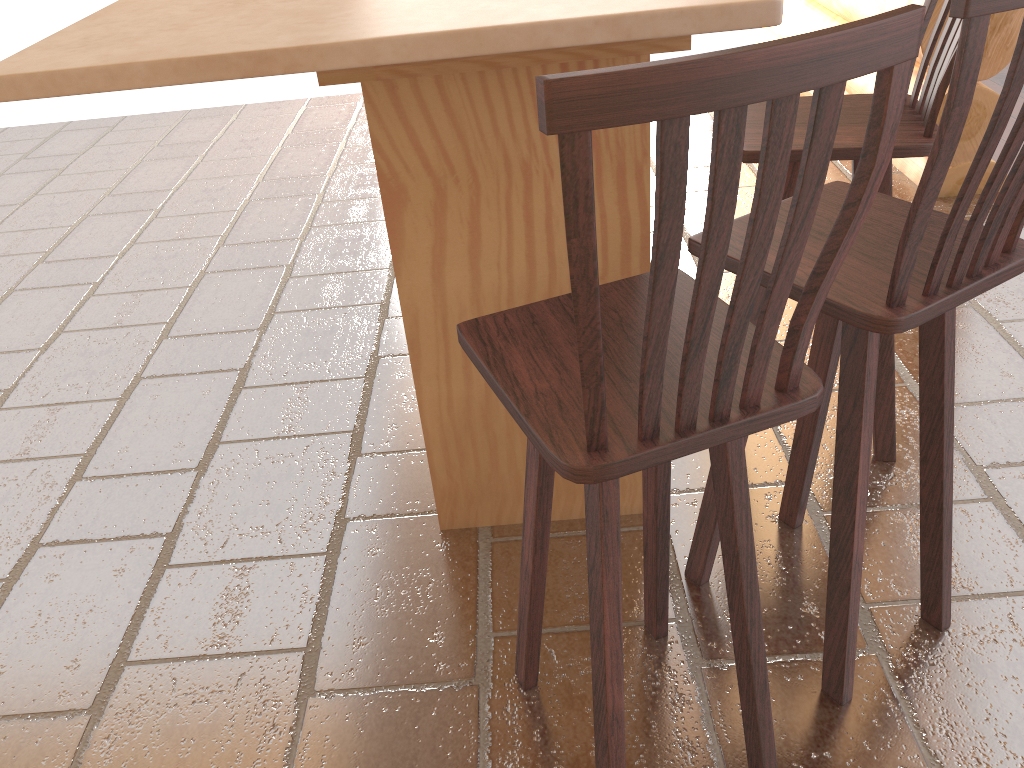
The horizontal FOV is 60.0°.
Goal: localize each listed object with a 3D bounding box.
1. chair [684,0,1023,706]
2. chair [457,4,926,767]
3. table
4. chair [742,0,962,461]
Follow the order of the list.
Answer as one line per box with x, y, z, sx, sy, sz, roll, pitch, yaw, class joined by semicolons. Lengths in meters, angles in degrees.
0.616;-0.067;1.579;0.406;1.319;0.504;-23;37;-24;chair
0.194;0.131;1.345;0.406;1.319;0.504;-16;34;-15;chair
-0.184;-0.847;2.967;1.196;1.257;3.220;-5;33;2;table
0.775;-0.442;2.131;0.504;1.319;0.406;1;33;10;chair
